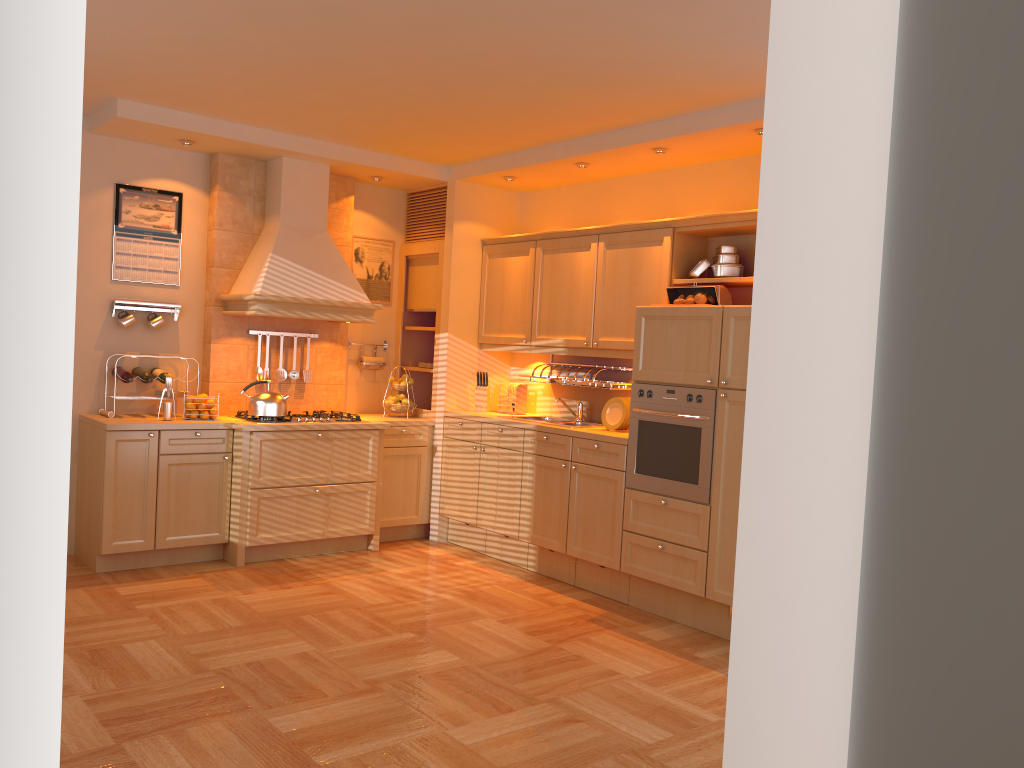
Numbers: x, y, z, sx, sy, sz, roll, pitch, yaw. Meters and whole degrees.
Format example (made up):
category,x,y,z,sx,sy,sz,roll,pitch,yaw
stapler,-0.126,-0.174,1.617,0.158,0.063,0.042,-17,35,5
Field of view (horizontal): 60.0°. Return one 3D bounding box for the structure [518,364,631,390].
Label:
category,x,y,z,sx,sy,sz,roll,pitch,yaw
structure,0.444,-0.056,5.933,0.300,0.126,0.900,1,3,-39

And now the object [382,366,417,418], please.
category,x,y,z,sx,sy,sz,roll,pitch,yaw
object,-0.828,0.057,6.541,0.265,0.376,0.265,3,2,10

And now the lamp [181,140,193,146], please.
category,x,y,z,sx,sy,sz,roll,pitch,yaw
lamp,-2.016,-1.494,5.499,0.070,0.021,0.070,5,3,34

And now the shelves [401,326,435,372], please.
category,x,y,z,sx,sy,sz,roll,pitch,yaw
shelves,-0.487,-0.075,6.854,0.582,0.702,0.600,1,3,-39

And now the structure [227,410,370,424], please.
category,x,y,z,sx,sy,sz,roll,pitch,yaw
structure,-1.417,0.214,5.915,0.797,0.051,0.494,1,3,-39

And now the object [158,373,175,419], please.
category,x,y,z,sx,sy,sz,roll,pitch,yaw
object,-2.097,0.077,5.375,0.088,0.288,0.101,1,3,-39

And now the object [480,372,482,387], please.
category,x,y,z,sx,sy,sz,roll,pitch,yaw
object,-0.231,0.043,6.433,0.019,0.265,0.038,5,3,34

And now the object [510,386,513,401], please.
category,x,y,z,sx,sy,sz,roll,pitch,yaw
object,-0.003,0.112,6.371,0.042,0.192,0.040,4,2,12

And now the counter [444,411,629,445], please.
category,x,y,z,sx,sy,sz,roll,pitch,yaw
counter,0.310,0.272,5.851,0.600,0.038,1.800,1,3,-39

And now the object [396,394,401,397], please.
category,x,y,z,sx,sy,sz,roll,pitch,yaw
object,-0.830,0.096,6.544,0.051,0.048,0.050,3,2,-6

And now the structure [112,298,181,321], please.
category,x,y,z,sx,sy,sz,roll,pitch,yaw
structure,-2.331,-0.476,5.665,0.405,0.118,0.069,1,3,-39

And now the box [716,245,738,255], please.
category,x,y,z,sx,sy,sz,roll,pitch,yaw
box,1.217,-0.753,5.034,0.098,0.052,0.140,3,2,-3

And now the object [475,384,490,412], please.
category,x,y,z,sx,sy,sz,roll,pitch,yaw
object,-0.214,0.102,6.441,0.100,0.200,0.070,4,2,24

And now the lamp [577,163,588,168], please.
category,x,y,z,sx,sy,sz,roll,pitch,yaw
lamp,0.440,-1.364,5.539,0.070,0.021,0.070,3,2,0

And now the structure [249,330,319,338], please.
category,x,y,z,sx,sy,sz,roll,pitch,yaw
structure,-1.566,-0.343,6.107,0.506,0.024,0.009,1,3,-39

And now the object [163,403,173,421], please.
category,x,y,z,sx,sy,sz,roll,pitch,yaw
object,-2.091,0.168,5.388,0.060,0.106,0.060,4,2,19

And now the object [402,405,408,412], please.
category,x,y,z,sx,sy,sz,roll,pitch,yaw
object,-0.787,0.174,6.515,0.063,0.061,0.064,4,2,29

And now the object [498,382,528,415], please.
category,x,y,z,sx,sy,sz,roll,pitch,yaw
object,0.006,0.104,6.422,0.103,0.221,0.200,1,3,-39

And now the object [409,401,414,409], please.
category,x,y,z,sx,sy,sz,roll,pitch,yaw
object,-0.755,0.155,6.583,0.059,0.059,0.058,3,2,5

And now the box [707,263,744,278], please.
category,x,y,z,sx,sy,sz,roll,pitch,yaw
box,1.210,-0.629,5.039,0.169,0.090,0.242,3,2,-3

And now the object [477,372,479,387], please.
category,x,y,z,sx,sy,sz,roll,pitch,yaw
object,-0.251,0.042,6.441,0.019,0.265,0.037,4,2,15

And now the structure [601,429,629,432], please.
category,x,y,z,sx,sy,sz,roll,pitch,yaw
structure,0.655,0.283,5.414,0.219,0.010,0.084,1,3,-36

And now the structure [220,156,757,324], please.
category,x,y,z,sx,sy,sz,roll,pitch,yaw
structure,0.070,-0.807,5.231,4.091,1.148,1.061,4,2,25

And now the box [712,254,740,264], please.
category,x,y,z,sx,sy,sz,roll,pitch,yaw
box,1.214,-0.698,5.036,0.124,0.066,0.177,3,2,-3

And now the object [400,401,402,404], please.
category,x,y,z,sx,sy,sz,roll,pitch,yaw
object,-0.828,0.128,6.591,0.059,0.055,0.058,2,3,-32

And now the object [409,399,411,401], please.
category,x,y,z,sx,sy,sz,roll,pitch,yaw
object,-0.770,0.136,6.625,0.045,0.047,0.046,3,2,6

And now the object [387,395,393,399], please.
category,x,y,z,sx,sy,sz,roll,pitch,yaw
object,-0.891,0.113,6.540,0.055,0.058,0.056,3,2,-3

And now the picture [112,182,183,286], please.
category,x,y,z,sx,sy,sz,roll,pitch,yaw
picture,-2.326,-0.951,5.669,0.417,0.605,0.009,1,3,-39

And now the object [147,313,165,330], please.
category,x,y,z,sx,sy,sz,roll,pitch,yaw
object,-2.281,-0.399,5.682,0.066,0.111,0.103,5,3,44

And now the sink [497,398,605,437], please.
category,x,y,z,sx,sy,sz,roll,pitch,yaw
sink,0.309,0.258,5.849,0.465,0.336,0.746,1,3,-39

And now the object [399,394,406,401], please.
category,x,y,z,sx,sy,sz,roll,pitch,yaw
object,-0.804,0.098,6.485,0.049,0.052,0.050,2,3,-32

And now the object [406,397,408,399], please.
category,x,y,z,sx,sy,sz,roll,pitch,yaw
object,-0.786,0.127,6.547,0.057,0.059,0.058,4,2,15

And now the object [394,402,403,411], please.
category,x,y,z,sx,sy,sz,roll,pitch,yaw
object,-0.830,0.165,6.465,0.064,0.062,0.064,5,3,38

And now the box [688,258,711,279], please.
category,x,y,z,sx,sy,sz,roll,pitch,yaw
box,1.074,-0.657,5.085,0.117,0.129,0.098,3,2,-3

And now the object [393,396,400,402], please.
category,x,y,z,sx,sy,sz,roll,pitch,yaw
object,-0.849,0.116,6.495,0.063,0.061,0.063,4,2,24

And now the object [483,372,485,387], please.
category,x,y,z,sx,sy,sz,roll,pitch,yaw
object,-0.209,0.045,6.423,0.019,0.265,0.038,5,3,34

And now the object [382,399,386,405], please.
category,x,y,z,sx,sy,sz,roll,pitch,yaw
object,-0.930,0.142,6.553,0.056,0.057,0.053,4,2,28

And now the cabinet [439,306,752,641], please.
category,x,y,z,sx,sy,sz,roll,pitch,yaw
cabinet,0.673,0.398,5.382,0.625,1.700,3.000,1,3,-39

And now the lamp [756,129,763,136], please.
category,x,y,z,sx,sy,sz,roll,pitch,yaw
lamp,1.276,-1.280,4.508,0.070,0.021,0.070,4,2,11

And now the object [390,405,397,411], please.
category,x,y,z,sx,sy,sz,roll,pitch,yaw
object,-0.868,0.174,6.510,0.052,0.056,0.057,4,2,13

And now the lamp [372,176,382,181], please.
category,x,y,z,sx,sy,sz,roll,pitch,yaw
lamp,-0.968,-1.470,6.352,0.070,0.021,0.070,5,3,34

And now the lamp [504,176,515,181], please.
category,x,y,z,sx,sy,sz,roll,pitch,yaw
lamp,-0.017,-1.409,6.093,0.070,0.021,0.070,4,2,11

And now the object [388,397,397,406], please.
category,x,y,z,sx,sy,sz,roll,pitch,yaw
object,-0.865,0.125,6.441,0.056,0.063,0.065,4,2,27

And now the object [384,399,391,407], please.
category,x,y,z,sx,sy,sz,roll,pitch,yaw
object,-0.911,0.138,6.489,0.063,0.063,0.063,2,2,-28

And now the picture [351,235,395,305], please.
category,x,y,z,sx,sy,sz,roll,pitch,yaw
picture,-1.058,-0.859,6.708,0.366,0.491,0.007,1,3,-39

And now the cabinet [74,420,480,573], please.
category,x,y,z,sx,sy,sz,roll,pitch,yaw
cabinet,-1.238,0.704,5.958,2.850,0.840,1.141,1,3,-39

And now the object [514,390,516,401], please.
category,x,y,z,sx,sy,sz,roll,pitch,yaw
object,0.023,0.117,6.361,0.018,0.196,0.022,2,3,-35

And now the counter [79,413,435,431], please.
category,x,y,z,sx,sy,sz,roll,pitch,yaw
counter,-1.564,0.249,5.896,2.250,0.038,0.770,1,3,-39

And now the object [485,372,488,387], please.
category,x,y,z,sx,sy,sz,roll,pitch,yaw
object,-0.188,0.046,6.413,0.019,0.265,0.037,5,3,34

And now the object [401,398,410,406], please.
category,x,y,z,sx,sy,sz,roll,pitch,yaw
object,-0.774,0.135,6.463,0.063,0.060,0.064,2,2,-24

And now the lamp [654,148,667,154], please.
category,x,y,z,sx,sy,sz,roll,pitch,yaw
lamp,0.842,-1.323,5.041,0.070,0.021,0.070,4,2,11

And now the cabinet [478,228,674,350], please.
category,x,y,z,sx,sy,sz,roll,pitch,yaw
cabinet,0.461,-0.597,5.902,0.332,0.712,1.792,1,3,-39

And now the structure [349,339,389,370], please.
category,x,y,z,sx,sy,sz,roll,pitch,yaw
structure,-1.061,-0.219,6.681,0.320,0.220,0.126,1,3,-39

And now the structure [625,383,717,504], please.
category,x,y,z,sx,sy,sz,roll,pitch,yaw
structure,0.822,0.302,4.731,0.066,0.583,0.576,1,3,-39
